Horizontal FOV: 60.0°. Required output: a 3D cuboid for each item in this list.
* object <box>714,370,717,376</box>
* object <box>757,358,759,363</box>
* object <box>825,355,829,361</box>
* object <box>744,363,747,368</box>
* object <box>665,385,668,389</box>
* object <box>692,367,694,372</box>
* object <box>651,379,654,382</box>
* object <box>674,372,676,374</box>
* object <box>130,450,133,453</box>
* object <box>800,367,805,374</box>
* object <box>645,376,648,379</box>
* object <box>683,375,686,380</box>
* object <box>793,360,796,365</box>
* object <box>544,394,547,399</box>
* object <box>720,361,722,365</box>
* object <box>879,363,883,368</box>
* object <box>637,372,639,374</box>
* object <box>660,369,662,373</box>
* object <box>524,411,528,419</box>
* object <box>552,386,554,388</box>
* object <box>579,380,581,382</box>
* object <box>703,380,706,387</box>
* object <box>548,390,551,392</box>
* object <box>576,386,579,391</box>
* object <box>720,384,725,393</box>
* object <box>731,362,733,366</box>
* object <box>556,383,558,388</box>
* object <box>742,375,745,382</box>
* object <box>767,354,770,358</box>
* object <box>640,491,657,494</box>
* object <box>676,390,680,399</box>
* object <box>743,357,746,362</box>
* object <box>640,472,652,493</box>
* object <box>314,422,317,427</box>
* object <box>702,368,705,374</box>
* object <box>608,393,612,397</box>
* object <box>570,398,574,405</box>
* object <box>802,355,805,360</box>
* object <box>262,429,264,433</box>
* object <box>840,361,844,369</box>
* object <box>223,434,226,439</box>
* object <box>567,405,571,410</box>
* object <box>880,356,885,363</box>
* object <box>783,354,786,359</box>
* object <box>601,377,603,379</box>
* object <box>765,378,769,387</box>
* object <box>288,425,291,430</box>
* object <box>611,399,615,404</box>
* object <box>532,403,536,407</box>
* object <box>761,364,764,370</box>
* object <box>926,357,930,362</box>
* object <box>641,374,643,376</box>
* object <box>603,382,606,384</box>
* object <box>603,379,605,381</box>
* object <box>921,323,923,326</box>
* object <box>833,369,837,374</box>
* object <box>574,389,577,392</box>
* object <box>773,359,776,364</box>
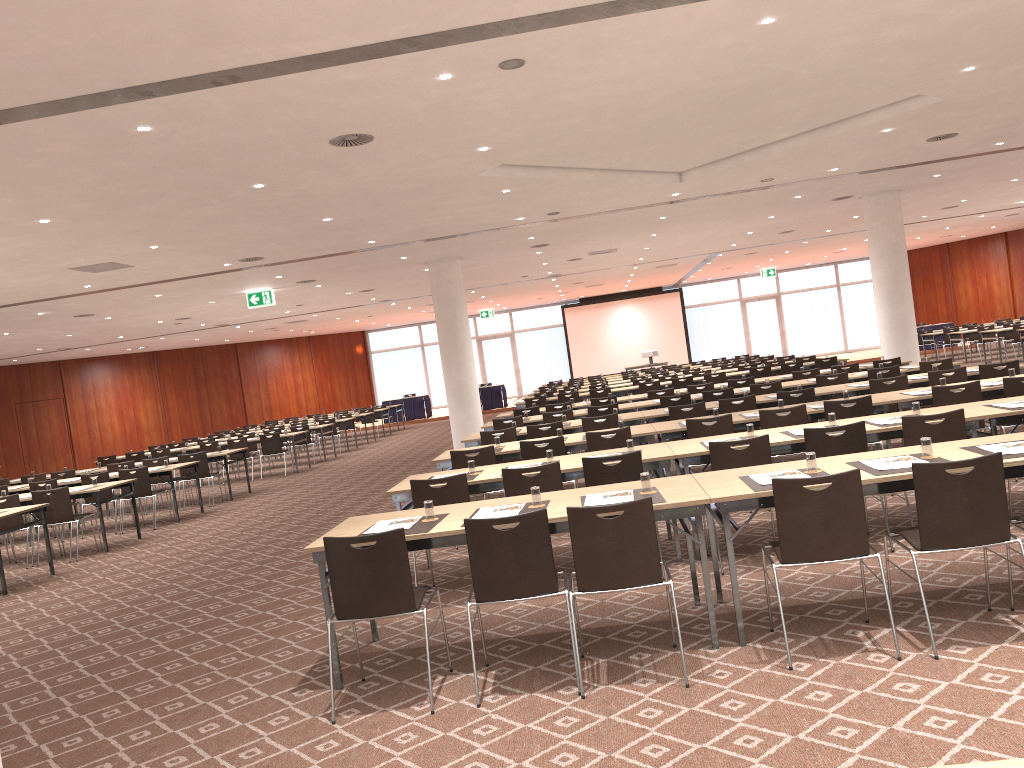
[{"bbox_3d":[4.223,-0.224,18.434,0.054,0.114,0.054,-9,2,-28],"label":"object"},{"bbox_3d":[6.174,-0.593,22.268,0.054,0.114,0.054,-6,2,39],"label":"object"},{"bbox_3d":[6.470,-0.535,18.213,0.054,0.114,0.054,-9,2,-28],"label":"object"},{"bbox_3d":[5.360,-0.431,20.325,0.054,0.114,0.054,-6,2,39],"label":"object"},{"bbox_3d":[2.633,0.081,15.081,0.054,0.114,0.054,-8,2,-6],"label":"object"},{"bbox_3d":[4.575,-0.371,22.418,0.054,0.114,0.054,-6,2,39],"label":"object"},{"bbox_3d":[2.945,-0.047,18.550,0.054,0.114,0.054,-9,2,-28],"label":"object"},{"bbox_3d":[3.770,-0.211,20.482,0.054,0.114,0.054,-9,2,-28],"label":"object"},{"bbox_3d":[-8.435,1.528,19.657,0.054,0.114,0.054,-6,2,39],"label":"object"},{"bbox_3d":[4.867,-0.228,14.863,0.054,0.114,0.054,-7,2,17],"label":"object"},{"bbox_3d":[3.118,-0.121,20.555,0.054,0.114,0.054,-9,2,-28],"label":"object"},{"bbox_3d":[3.591,-0.137,18.499,0.054,0.114,0.054,-9,2,-28],"label":"object"},{"bbox_3d":[5.817,-0.445,18.281,0.054,0.114,0.054,-6,2,39],"label":"object"},{"bbox_3d":[0.702,0.263,18.786,0.054,0.114,0.054,-9,2,-28],"label":"object"},{"bbox_3d":[5.726,-0.580,24.312,0.054,0.114,0.054,-6,2,39],"label":"object"},{"bbox_3d":[5.333,-0.243,12.804,0.054,0.114,0.054,-9,2,-28],"label":"object"},{"bbox_3d":[3.482,-0.269,24.529,0.054,0.114,0.054,-6,2,39],"label":"object"},{"bbox_3d":[4.111,-0.356,24.471,0.054,0.114,0.054,-6,2,39],"label":"object"},{"bbox_3d":[0.210,0.466,13.313,0.054,0.114,0.054,-6,2,39],"label":"object"},{"bbox_3d":[1.062,0.115,22.751,0.054,0.114,0.054,-9,2,-28],"label":"object"},{"bbox_3d":[1.888,-0.048,24.677,0.054,0.114,0.054,-6,2,39],"label":"object"},{"bbox_3d":[3.263,-0.006,15.016,0.054,0.114,0.054,-8,2,-6],"label":"object"},{"bbox_3d":[0.886,0.188,20.772,0.054,0.114,0.054,-9,2,-28],"label":"object"},{"bbox_3d":[1.530,0.100,20.698,0.054,0.114,0.054,-9,2,-28],"label":"object"},{"bbox_3d":[3.094,0.067,13.028,0.054,0.114,0.054,-6,2,39],"label":"object"},{"bbox_3d":[5.548,-0.506,22.327,0.054,0.114,0.054,-6,2,39],"label":"object"},{"bbox_3d":[1.247,0.041,24.740,0.054,0.114,0.054,-9,2,-28],"label":"object"},{"bbox_3d":[3.910,-0.095,14.950,0.054,0.114,0.054,-8,2,-6],"label":"object"},{"bbox_3d":[7.003,-0.756,24.187,0.054,0.114,0.054,-9,2,-28],"label":"object"},{"bbox_3d":[0.802,0.638,5.216,0.102,0.001,0.102,-9,2,-28],"label":"object"},{"bbox_3d":[2.458,0.155,13.093,0.054,0.114,0.054,-6,2,39],"label":"object"},{"bbox_3d":[6.360,-0.667,24.244,0.054,0.114,0.054,-6,2,39],"label":"object"},{"bbox_3d":[0.789,0.582,5.229,0.054,0.114,0.054,-9,2,-28],"label":"object"},{"bbox_3d":[-4.727,0.966,21.299,0.054,0.114,0.054,-9,2,-28],"label":"object"},{"bbox_3d":[4.404,-0.299,20.425,0.054,0.114,0.054,-9,2,-28],"label":"object"},{"bbox_3d":[1.682,0.213,15.177,0.054,0.114,0.054,-6,2,39],"label":"object"},{"bbox_3d":[1.037,0.302,15.231,0.054,0.114,0.054,-7,2,17],"label":"object"},{"bbox_3d":[6.635,-0.607,20.209,0.054,0.114,0.054,-9,2,-28],"label":"object"},{"bbox_3d":[-6.009,1.143,21.439,0.054,0.114,0.054,-9,2,-28],"label":"object"},{"bbox_3d":[5.515,-0.318,14.809,0.054,0.114,0.054,-6,2,39],"label":"object"},{"bbox_3d":[-6.971,1.276,21.525,0.054,0.114,0.054,-6,2,39],"label":"object"},{"bbox_3d":[0.853,0.377,13.247,0.054,0.114,0.054,-7,2,17],"label":"object"},{"bbox_3d":[6.160,-0.407,14.742,0.054,0.114,0.054,-8,2,-6],"label":"object"},{"bbox_3d":[6.815,-0.681,22.195,0.054,0.114,0.054,-9,2,-28],"label":"object"},{"bbox_3d":[2.516,-0.135,24.632,0.054,0.114,0.054,-6,2,39],"label":"object"},{"bbox_3d":[3.734,-0.022,12.962,0.054,0.114,0.054,-6,2,39],"label":"object"},{"bbox_3d":[-5.370,1.054,21.376,0.054,0.114,0.054,-9,2,-28],"label":"object"},{"bbox_3d":[1.499,0.288,13.173,0.054,0.114,0.054,-7,2,17],"label":"object"},{"bbox_3d":[0.384,0.393,15.288,0.054,0.114,0.054,-8,2,-6],"label":"object"},{"bbox_3d":[5.189,-0.358,18.346,0.054,0.114,0.054,-6,2,39],"label":"object"},{"bbox_3d":[5.979,-0.333,12.742,0.054,0.114,0.054,-6,2,39],"label":"object"},{"bbox_3d":[3.301,-0.195,22.534,0.054,0.114,0.054,-6,2,39],"label":"object"},{"bbox_3d":[2.157,0.012,20.647,0.054,0.114,0.054,-9,2,-28],"label":"object"},{"bbox_3d":[2.349,-0.063,22.630,0.054,0.114,0.054,-6,2,39],"label":"object"},{"bbox_3d":[14.267,-2.071,30.863,0.054,0.114,0.054,-7,2,17],"label":"object"},{"bbox_3d":[4.689,-0.154,12.872,0.054,0.114,0.054,-9,2,-28],"label":"object"},{"bbox_3d":[1.346,0.174,18.722,0.054,0.114,0.054,-6,2,39],"label":"object"},{"bbox_3d":[6.009,-0.521,20.274,0.054,0.114,0.054,-6,2,39],"label":"object"}]
